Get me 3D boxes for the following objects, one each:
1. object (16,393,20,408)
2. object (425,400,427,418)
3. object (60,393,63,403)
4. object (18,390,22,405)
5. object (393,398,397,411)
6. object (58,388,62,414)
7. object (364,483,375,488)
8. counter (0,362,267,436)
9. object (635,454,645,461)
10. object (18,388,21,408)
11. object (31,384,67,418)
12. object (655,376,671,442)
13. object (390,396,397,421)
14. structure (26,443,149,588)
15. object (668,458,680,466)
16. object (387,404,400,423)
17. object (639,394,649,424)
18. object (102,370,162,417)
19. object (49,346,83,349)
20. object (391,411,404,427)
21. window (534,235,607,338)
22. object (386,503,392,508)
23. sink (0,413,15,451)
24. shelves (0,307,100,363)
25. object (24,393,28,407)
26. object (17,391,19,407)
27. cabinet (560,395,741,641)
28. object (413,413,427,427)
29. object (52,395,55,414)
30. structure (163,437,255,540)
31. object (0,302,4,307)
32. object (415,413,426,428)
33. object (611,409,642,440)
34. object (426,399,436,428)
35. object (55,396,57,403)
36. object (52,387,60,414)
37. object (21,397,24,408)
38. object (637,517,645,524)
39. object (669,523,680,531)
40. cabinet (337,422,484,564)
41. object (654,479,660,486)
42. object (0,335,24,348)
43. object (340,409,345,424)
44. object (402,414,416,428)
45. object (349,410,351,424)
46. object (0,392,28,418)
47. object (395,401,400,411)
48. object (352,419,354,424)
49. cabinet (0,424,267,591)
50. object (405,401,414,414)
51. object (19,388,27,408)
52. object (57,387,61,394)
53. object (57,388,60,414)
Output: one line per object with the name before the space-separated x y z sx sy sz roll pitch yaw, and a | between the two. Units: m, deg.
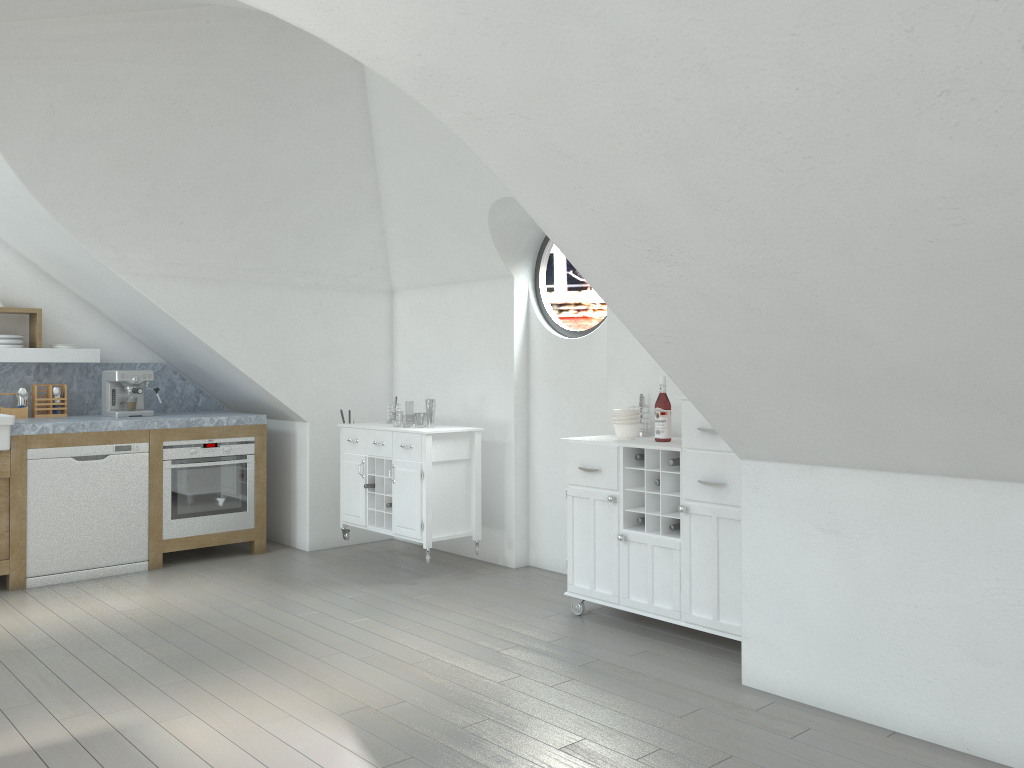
object | -3.255 0.134 5.845 0.019 0.179 0.044 0 -1 13
object | -0.532 0.192 5.714 0.054 0.179 0.054 0 -1 26
object | -3.083 0.131 6.053 0.019 0.179 0.044 -1 -1 26
object | -3.260 0.121 5.890 0.040 0.192 0.042 0 -1 -4
object | -0.818 0.177 6.161 0.024 0.164 0.039 0 -1 -29
object | -3.078 0.122 6.034 0.022 0.196 0.019 1 -1 -41
object | -0.832 0.664 5.827 0.317 0.085 0.082 -1 0 -41
counter | -4.382 0.003 4.478 6.575 0.620 0.961 -1 1 -42
object | 0.739 0.358 4.413 0.359 0.094 0.092 -1 0 -41
object | -3.261 0.125 5.874 0.018 0.196 0.020 0 -1 -32
object | -3.139 0.111 6.015 0.200 0.223 0.104 0 0 -42
object | 0.757 0.125 4.445 0.081 0.330 0.081 -1 -1 44
object | -0.828 0.175 6.195 0.054 0.175 0.039 0 -1 -42
structure | -2.778 0.786 5.647 0.724 0.823 0.598 0 0 -42
object | 0.871 0.365 4.252 0.360 0.085 0.087 -1 1 -42
object | -0.825 0.210 6.183 0.067 0.138 0.101 0 0 -42
object | 0.694 0.159 4.813 0.065 0.209 0.115 0 -1 -39
object | -2.586 0.067 6.084 0.324 0.320 0.386 0 0 -42
object | -3.077 -0.247 6.121 0.213 0.025 0.213 0 1 36
object | -0.742 0.229 5.738 0.081 0.105 0.082 0 0 -28
window | 0.437 -0.685 5.556 0.060 0.900 0.900 1 0 -42
object | -0.671 0.768 5.702 0.317 0.083 0.082 -1 0 -42
sink | -3.483 0.285 5.047 1.021 0.202 0.727 -1 1 -42
shelves | -4.911 -0.796 4.317 0.480 1.362 5.549 -1 0 43
object | -3.224 0.134 5.867 0.044 0.179 0.019 -1 -1 33
object | -3.263 0.125 5.863 0.019 0.196 0.022 -1 -1 37
cabinet | 0.844 0.624 4.375 0.610 1.154 1.242 0 0 -42
object | -0.592 0.235 5.762 0.094 0.093 0.093 0 0 36
object | -3.118 0.131 6.038 0.019 0.179 0.044 1 -1 -44
structure | -2.211 0.681 6.149 0.632 0.637 0.631 0 0 -42
object | -3.426 -0.611 5.835 0.156 0.218 0.156 0 0 30
object | -0.587 0.233 5.671 0.071 0.099 0.071 0 0 -18
object | 0.593 0.208 4.589 0.158 0.160 0.154 0 0 -14
object | -0.517 0.189 5.652 0.063 0.187 0.063 -1 -1 34
object | -3.101 0.122 6.035 0.018 0.196 0.023 0 -1 -34
object | -3.087 0.119 6.008 0.040 0.192 0.042 0 -1 9
object | -3.241 0.125 5.867 0.023 0.196 0.018 -1 -1 43
object | 0.762 0.664 4.388 0.331 0.085 0.156 -1 1 -41
object | 0.873 0.669 4.254 0.358 0.081 0.081 -1 1 -44
cabinet | -0.714 0.672 5.836 0.497 0.789 1.134 0 0 -42
object | 0.811 0.470 4.340 0.331 0.085 0.085 -1 0 -42
object | -3.515 -0.330 5.718 0.657 0.196 0.198 -1 0 -42
object | -1.158 0.312 6.189 0.088 0.269 0.029 0 -1 22
object | -0.663 0.240 5.704 0.077 0.085 0.077 0 0 36
object | -1.121 0.312 6.149 0.029 0.269 0.088 0 -1 -15
object | -3.297 0.140 5.858 0.173 0.171 0.100 0 0 -40
object | -0.818 0.190 6.188 0.029 0.137 0.097 0 -1 -38
object | -1.105 0.373 6.173 0.038 0.262 0.038 0 -1 -9
cabinet | -4.420 0.824 4.400 6.428 1.022 1.003 -1 1 -42
object | -0.667 0.197 5.770 0.048 0.169 0.048 -1 -1 36
object | -3.228 0.122 5.854 0.040 0.192 0.042 0 -1 -5
object | -3.111 0.118 6.051 0.040 0.192 0.042 0 -1 8
object | -3.083 0.122 6.024 0.018 0.196 0.020 0 -1 -19
